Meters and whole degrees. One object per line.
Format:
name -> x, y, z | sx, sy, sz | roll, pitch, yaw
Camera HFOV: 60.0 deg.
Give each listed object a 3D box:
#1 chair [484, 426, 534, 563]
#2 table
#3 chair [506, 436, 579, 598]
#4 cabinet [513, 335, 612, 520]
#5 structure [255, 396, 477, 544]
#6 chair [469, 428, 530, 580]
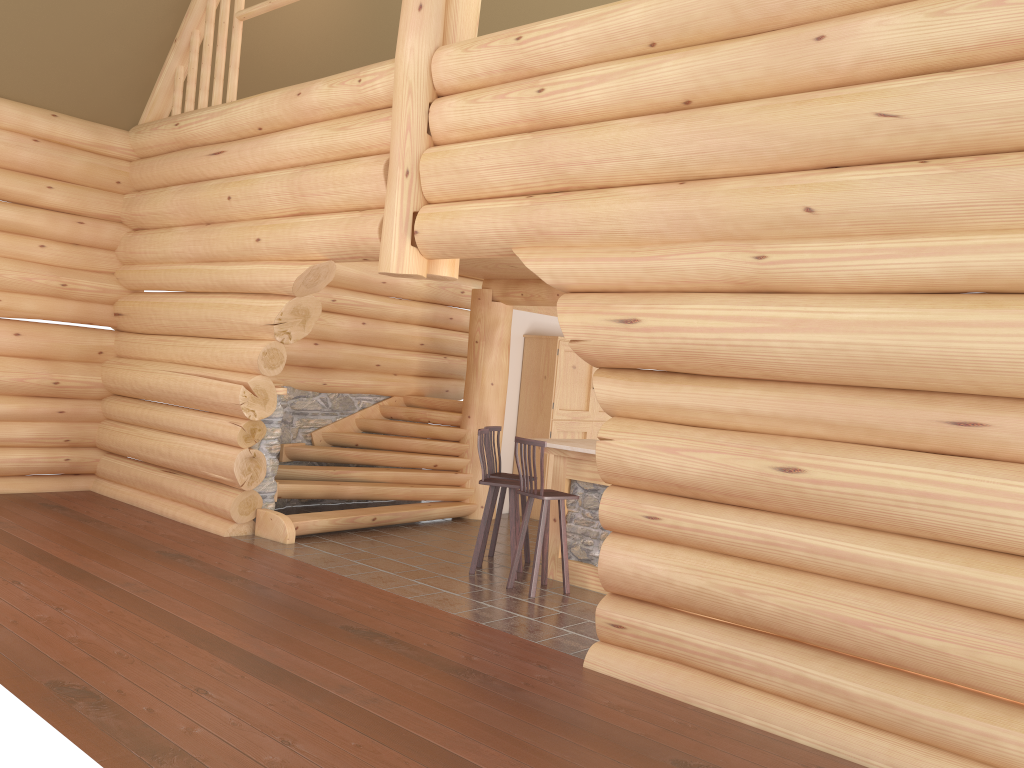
chair -> -0.051, 1.101, 8.776 | 0.504, 1.319, 0.406 | 5, 1, 21
table -> 1.589, 1.286, 7.772 | 3.220, 1.257, 1.196 | 6, 1, 41
chair -> 0.264, 1.138, 7.688 | 0.504, 1.319, 0.406 | 5, 1, -39
cabinet -> 0.892, 0.608, 12.363 | 0.670, 2.403, 1.847 | 6, 1, 41
structure -> -1.879, 0.764, 10.710 | 1.951, 1.643, 3.604 | 5, 1, 35
chair -> -0.115, 1.099, 8.259 | 0.504, 1.319, 0.406 | 5, 1, 10
